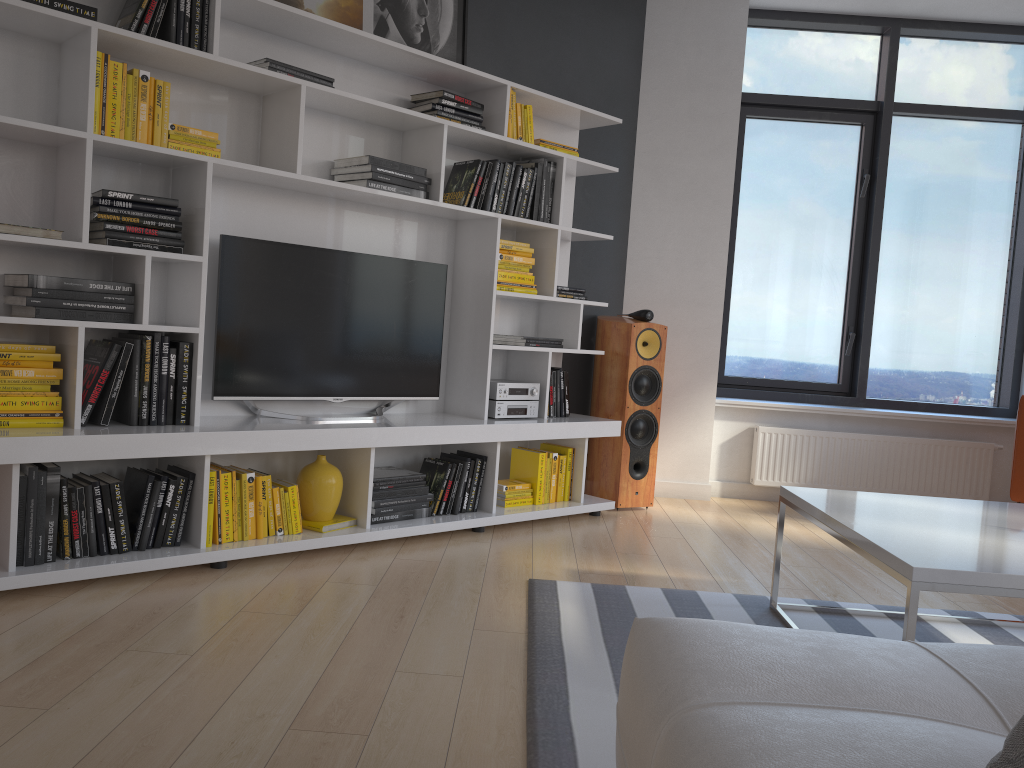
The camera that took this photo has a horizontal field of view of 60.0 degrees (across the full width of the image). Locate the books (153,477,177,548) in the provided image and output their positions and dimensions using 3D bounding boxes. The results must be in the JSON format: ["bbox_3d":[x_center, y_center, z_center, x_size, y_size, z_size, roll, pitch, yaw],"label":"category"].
[{"bbox_3d":[-1.263,0.442,3.139,0.071,0.243,0.179,1,5,-45],"label":"books"}]

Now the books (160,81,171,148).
[{"bbox_3d":[-1.251,-0.929,3.115,0.024,0.234,0.172,1,5,-44],"label":"books"}]

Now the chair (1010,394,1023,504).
[{"bbox_3d":[3.058,0.441,4.484,0.896,0.858,0.843,6,4,33],"label":"chair"}]

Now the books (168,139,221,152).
[{"bbox_3d":[-1.171,-0.850,3.188,0.196,0.011,0.148,1,5,-44],"label":"books"}]

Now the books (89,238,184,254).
[{"bbox_3d":[-1.313,-0.476,3.087,0.189,0.026,0.263,7,5,44],"label":"books"}]

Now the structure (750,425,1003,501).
[{"bbox_3d":[2.186,0.531,5.343,1.474,0.460,0.110,4,3,1],"label":"structure"}]

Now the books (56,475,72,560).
[{"bbox_3d":[-1.502,0.426,2.918,0.053,0.268,0.202,1,5,-44],"label":"books"}]

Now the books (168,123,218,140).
[{"bbox_3d":[-1.175,-0.900,3.189,0.186,0.026,0.138,1,5,-44],"label":"books"}]

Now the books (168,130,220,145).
[{"bbox_3d":[-1.165,-0.878,3.184,0.187,0.014,0.134,1,5,-44],"label":"books"}]

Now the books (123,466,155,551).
[{"bbox_3d":[-1.326,0.432,3.100,0.066,0.260,0.197,1,5,-44],"label":"books"}]

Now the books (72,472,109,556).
[{"bbox_3d":[-1.420,0.436,2.988,0.066,0.255,0.193,1,5,-44],"label":"books"}]

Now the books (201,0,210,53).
[{"bbox_3d":[-1.129,-1.272,3.163,0.019,0.230,0.174,1,5,-44],"label":"books"}]

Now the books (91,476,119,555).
[{"bbox_3d":[-1.393,0.442,3.003,0.066,0.242,0.177,1,5,-44],"label":"books"}]

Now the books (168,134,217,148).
[{"bbox_3d":[-1.161,-0.862,3.169,0.169,0.018,0.113,1,4,-42],"label":"books"}]

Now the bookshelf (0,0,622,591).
[{"bbox_3d":[-0.638,-0.372,3.668,3.000,2.052,0.455,1,5,-44],"label":"bookshelf"}]

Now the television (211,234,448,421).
[{"bbox_3d":[-0.731,-0.209,3.751,1.102,0.704,0.207,1,5,-44],"label":"television"}]

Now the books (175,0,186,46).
[{"bbox_3d":[-1.196,-1.273,3.114,0.025,0.232,0.176,1,5,-44],"label":"books"}]

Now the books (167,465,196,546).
[{"bbox_3d":[-1.219,0.434,3.197,0.066,0.260,0.197,1,5,-44],"label":"books"}]

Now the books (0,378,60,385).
[{"bbox_3d":[-1.640,-0.016,2.894,0.251,0.019,0.180,1,5,-44],"label":"books"}]

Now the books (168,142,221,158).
[{"bbox_3d":[-1.171,-0.827,3.186,0.190,0.033,0.147,1,5,-44],"label":"books"}]

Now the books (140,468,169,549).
[{"bbox_3d":[-1.290,0.436,3.130,0.075,0.254,0.192,1,5,-45],"label":"books"}]

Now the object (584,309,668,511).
[{"bbox_3d":[0.598,0.128,4.920,0.290,1.088,0.434,2,4,-29],"label":"object"}]

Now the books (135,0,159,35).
[{"bbox_3d":[-1.274,-1.266,3.049,0.087,0.214,0.171,1,5,-43],"label":"books"}]

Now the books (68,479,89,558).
[{"bbox_3d":[-1.455,0.444,2.950,0.049,0.236,0.170,1,5,-43],"label":"books"}]

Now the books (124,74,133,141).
[{"bbox_3d":[-1.331,-0.924,3.014,0.024,0.229,0.156,1,5,-44],"label":"books"}]

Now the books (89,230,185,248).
[{"bbox_3d":[-1.312,-0.501,3.088,0.270,0.025,0.189,1,5,-45],"label":"books"}]

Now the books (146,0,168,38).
[{"bbox_3d":[-1.244,-1.265,3.060,0.074,0.212,0.154,1,5,-45],"label":"books"}]

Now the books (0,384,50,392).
[{"bbox_3d":[-1.638,0.007,2.873,0.228,0.024,0.152,1,4,-40],"label":"books"}]

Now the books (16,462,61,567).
[{"bbox_3d":[-1.568,0.403,2.858,0.128,0.321,0.259,1,5,-44],"label":"books"}]

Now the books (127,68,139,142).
[{"bbox_3d":[-1.328,-0.938,3.041,0.019,0.251,0.180,1,5,-44],"label":"books"}]

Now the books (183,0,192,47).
[{"bbox_3d":[-1.175,-1.258,3.129,0.021,0.200,0.147,1,5,-44],"label":"books"}]

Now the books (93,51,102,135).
[{"bbox_3d":[-1.413,-0.948,2.940,0.029,0.270,0.204,1,5,-44],"label":"books"}]

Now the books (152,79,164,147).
[{"bbox_3d":[-1.268,-0.929,3.095,0.024,0.234,0.172,1,5,-44],"label":"books"}]

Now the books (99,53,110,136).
[{"bbox_3d":[-1.400,-0.948,2.965,0.025,0.270,0.213,1,5,-44],"label":"books"}]

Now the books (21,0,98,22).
[{"bbox_3d":[-1.492,-1.186,2.822,0.268,0.046,0.208,1,4,-40],"label":"books"}]

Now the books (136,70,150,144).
[{"bbox_3d":[-1.307,-0.938,3.058,0.035,0.250,0.185,1,5,-44],"label":"books"}]

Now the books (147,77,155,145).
[{"bbox_3d":[-1.288,-0.932,3.080,0.023,0.239,0.169,1,5,-44],"label":"books"}]

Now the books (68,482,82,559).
[{"bbox_3d":[-1.477,0.443,2.938,0.053,0.240,0.189,1,5,-43],"label":"books"}]

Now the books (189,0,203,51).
[{"bbox_3d":[-1.155,-1.266,3.149,0.038,0.218,0.169,1,5,-44],"label":"books"}]

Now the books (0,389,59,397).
[{"bbox_3d":[-1.646,0.023,2.896,0.263,0.015,0.198,1,4,-41],"label":"books"}]

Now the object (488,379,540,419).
[{"bbox_3d":[-0.055,0.071,4.347,0.285,0.174,0.270,1,5,-44],"label":"object"}]

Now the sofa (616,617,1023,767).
[{"bbox_3d":[1.903,0.586,1.681,3.424,0.732,2.614,4,3,1],"label":"sofa"}]

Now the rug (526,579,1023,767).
[{"bbox_3d":[1.202,0.852,2.456,2.326,0.016,1.662,4,3,1],"label":"rug"}]

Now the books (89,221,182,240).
[{"bbox_3d":[-1.328,-0.531,3.095,0.209,0.030,0.266,7,5,44],"label":"books"}]

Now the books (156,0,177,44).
[{"bbox_3d":[-1.210,-1.267,3.094,0.021,0.221,0.156,1,5,-44],"label":"books"}]

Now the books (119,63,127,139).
[{"bbox_3d":[-1.358,-0.943,3.016,0.015,0.263,0.199,1,5,-44],"label":"books"}]

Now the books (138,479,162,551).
[{"bbox_3d":[-1.291,0.445,3.095,0.069,0.242,0.172,1,4,-43],"label":"books"}]

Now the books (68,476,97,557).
[{"bbox_3d":[-1.433,0.441,2.960,0.050,0.242,0.169,1,5,-44],"label":"books"}]

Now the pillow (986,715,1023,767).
[{"bbox_3d":[1.904,0.340,1.179,2.953,0.453,0.647,3,3,-11],"label":"pillow"}]

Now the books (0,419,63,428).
[{"bbox_3d":[-1.630,0.117,2.884,0.270,0.029,0.204,1,4,-39],"label":"books"}]

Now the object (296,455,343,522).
[{"bbox_3d":[-0.776,0.415,3.576,0.185,0.257,0.185,6,4,24],"label":"object"}]

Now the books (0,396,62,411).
[{"bbox_3d":[-1.637,0.054,2.889,0.255,0.044,0.198,1,5,-44],"label":"books"}]

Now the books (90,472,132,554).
[{"bbox_3d":[-1.371,0.438,3.029,0.083,0.249,0.191,1,5,-44],"label":"books"}]

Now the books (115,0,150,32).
[{"bbox_3d":[-1.293,-1.267,3.023,0.166,0.213,0.096,7,5,44],"label":"books"}]

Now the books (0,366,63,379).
[{"bbox_3d":[-1.628,-0.042,2.898,0.250,0.035,0.185,1,4,-41],"label":"books"}]

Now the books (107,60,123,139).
[{"bbox_3d":[-1.379,-0.941,2.993,0.044,0.255,0.198,1,5,-44],"label":"books"}]

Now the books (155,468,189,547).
[{"bbox_3d":[-1.243,0.439,3.173,0.084,0.249,0.191,1,5,-44],"label":"books"}]
